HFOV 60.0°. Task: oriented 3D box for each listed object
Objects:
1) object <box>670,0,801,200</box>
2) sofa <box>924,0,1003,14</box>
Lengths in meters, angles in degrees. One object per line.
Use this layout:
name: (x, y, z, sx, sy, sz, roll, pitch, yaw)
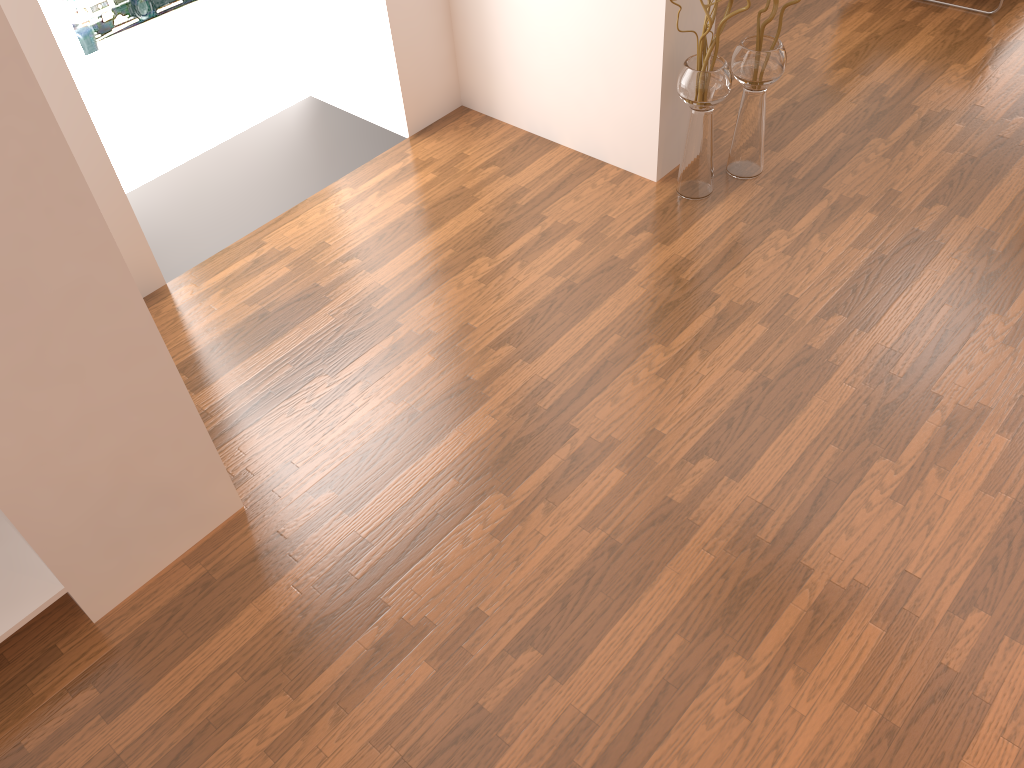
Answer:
object: (0.736, -1.173, 3.200, 0.655, 1.112, 0.284, -23, 48, -16)
sofa: (2.743, -2.825, 4.908, 0.825, 0.661, 2.010, 29, 55, 29)
